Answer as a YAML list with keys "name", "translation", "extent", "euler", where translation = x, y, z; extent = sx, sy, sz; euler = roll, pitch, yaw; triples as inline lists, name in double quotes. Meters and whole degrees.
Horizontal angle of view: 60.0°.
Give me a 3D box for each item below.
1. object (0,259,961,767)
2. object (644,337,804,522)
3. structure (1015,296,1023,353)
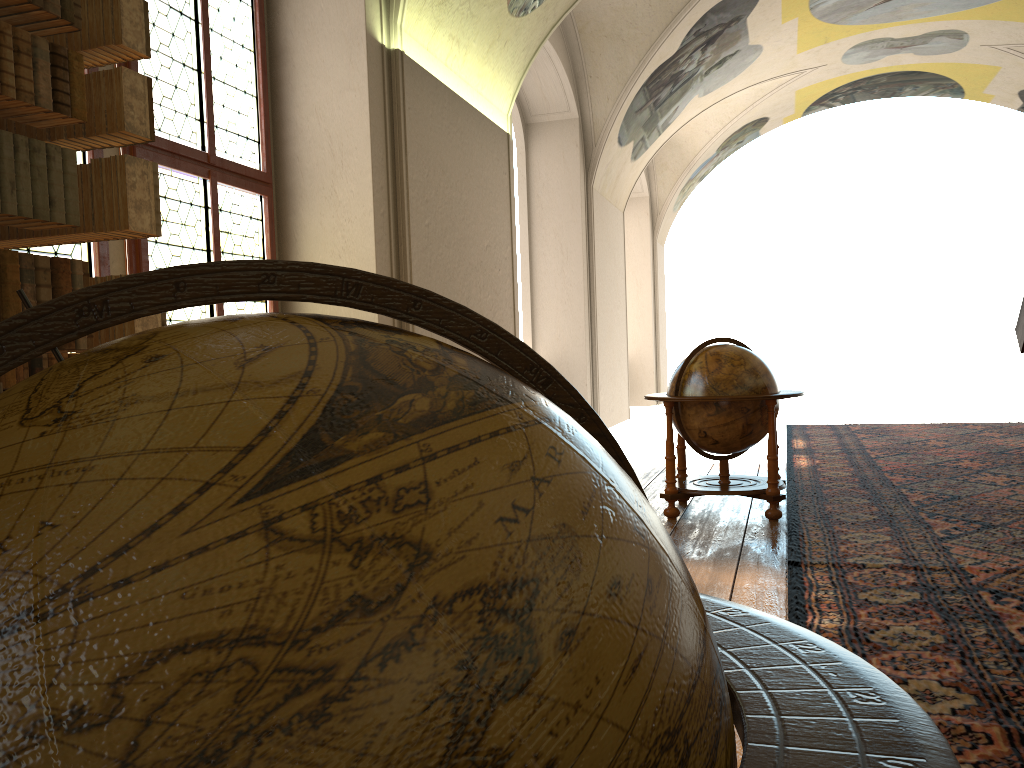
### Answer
- name: "object"
  translation: [-0.225, 0.597, 0.942]
  extent: [1.279, 1.450, 1.278]
  euler: [-3, 2, -20]
- name: "object"
  translation: [1.748, 0.339, 7.338]
  extent: [1.278, 1.450, 1.278]
  euler: [-4, 3, -35]
- name: "structure"
  translation: [4.505, 0.008, 6.296]
  extent: [1.245, 1.983, 1.889]
  euler: [-1, 2, 17]
